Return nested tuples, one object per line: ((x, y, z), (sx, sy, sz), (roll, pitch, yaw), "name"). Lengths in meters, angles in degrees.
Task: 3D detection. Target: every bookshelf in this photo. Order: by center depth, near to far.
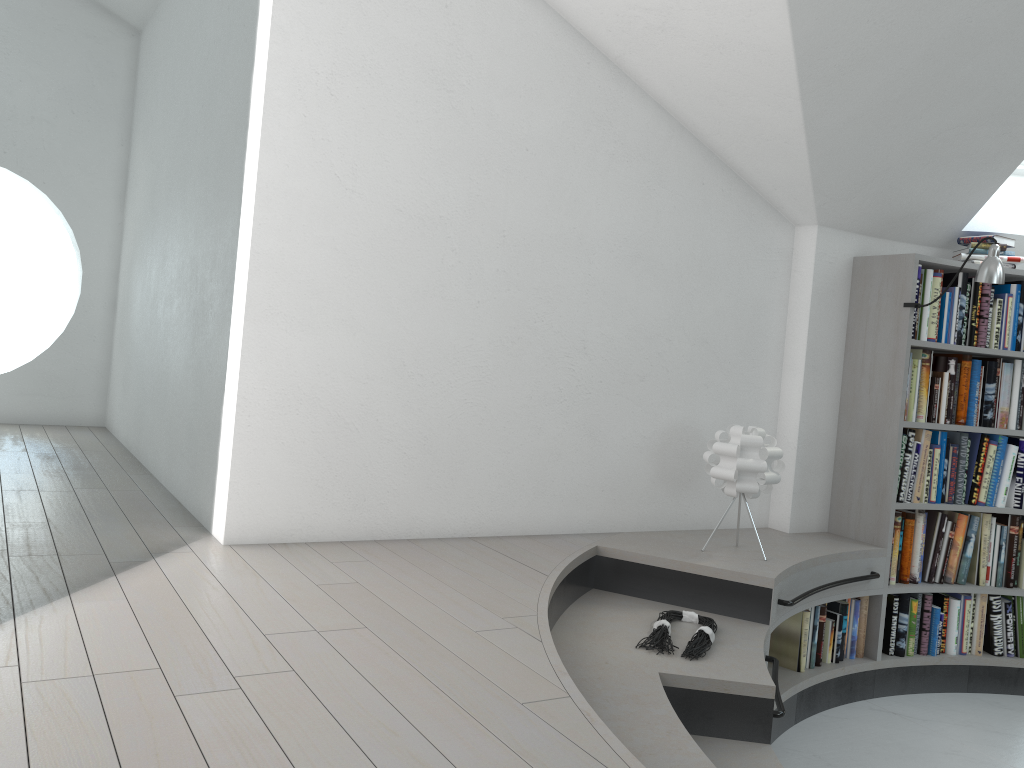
((3.593, 0.542, 3.047), (2.106, 1.880, 4.340), (5, 2, -31), "bookshelf")

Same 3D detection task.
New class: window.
((3.758, -1.222, 3.037), (1.930, 0.713, 4.061), (4, 2, -31), "window")

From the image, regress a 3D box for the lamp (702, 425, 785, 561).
((0.944, 0.435, 3.658), (0.305, 0.525, 0.306), (5, 1, -42), "lamp")

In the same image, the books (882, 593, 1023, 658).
((2.160, 1.152, 4.381), (0.917, 0.320, 0.283), (5, 1, -13), "books")

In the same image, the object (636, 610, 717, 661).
((0.579, 0.846, 3.010), (0.218, 0.082, 0.473), (6, 2, 22), "object")

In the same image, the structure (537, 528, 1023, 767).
((2.345, 1.223, 2.342), (4.712, 0.693, 4.708), (6, 2, 14), "structure")

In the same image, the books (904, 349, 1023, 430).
((2.227, 0.032, 4.373), (1.087, 0.348, 0.303), (5, 1, -15), "books")

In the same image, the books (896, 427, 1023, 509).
((2.179, 0.407, 4.328), (1.019, 0.359, 0.261), (5, 1, -14), "books")

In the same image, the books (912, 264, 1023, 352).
((2.250, -0.355, 4.354), (1.032, 0.361, 0.301), (5, 1, -15), "books")

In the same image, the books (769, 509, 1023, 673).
((1.878, 0.938, 4.253), (1.639, 0.695, 0.391), (5, 1, -21), "books")

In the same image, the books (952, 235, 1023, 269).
((3.553, -0.525, 3.985), (2.818, 0.173, 0.747), (6, 2, 29), "books")

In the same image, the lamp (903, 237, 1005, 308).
((1.978, -0.490, 3.947), (0.116, 0.312, 0.414), (5, 1, -34), "lamp")
